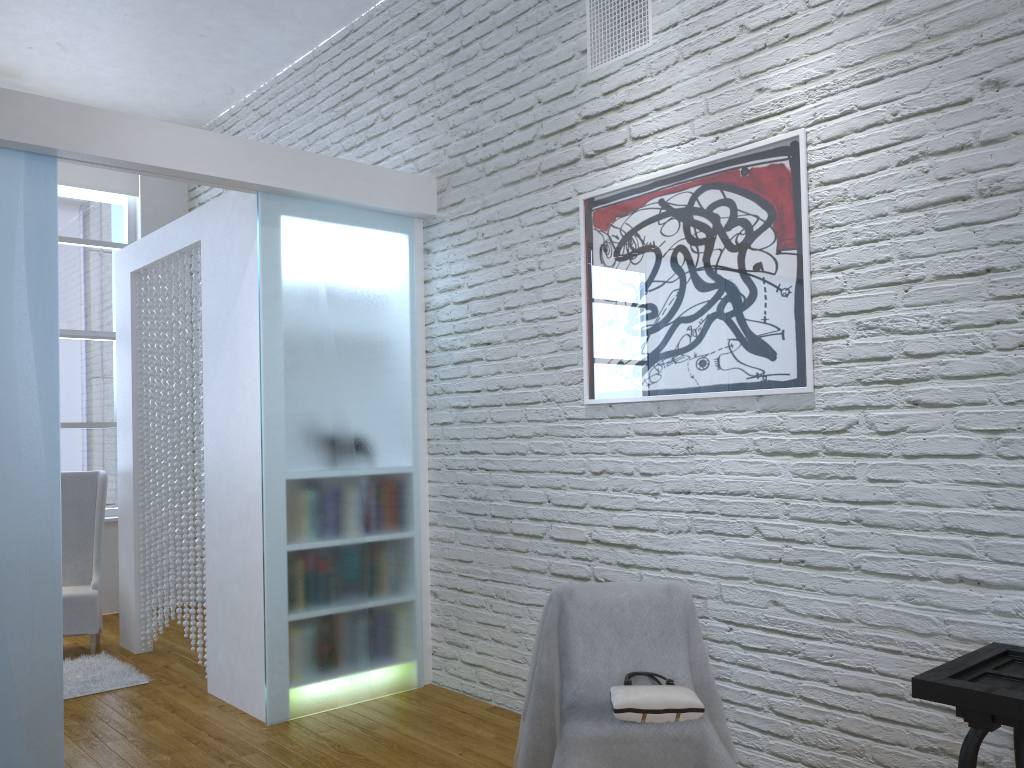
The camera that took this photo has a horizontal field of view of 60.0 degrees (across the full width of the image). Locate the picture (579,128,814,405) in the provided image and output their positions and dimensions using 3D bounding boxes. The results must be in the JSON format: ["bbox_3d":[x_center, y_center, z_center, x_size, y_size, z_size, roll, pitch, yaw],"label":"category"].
[{"bbox_3d":[0.559,-0.334,2.914,0.010,0.768,0.921,0,-2,-41],"label":"picture"}]

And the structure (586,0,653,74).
[{"bbox_3d":[0.377,-1.309,3.137,0.010,0.334,0.308,0,-2,-41],"label":"structure"}]

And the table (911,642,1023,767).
[{"bbox_3d":[1.214,0.907,1.827,0.440,0.577,0.564,0,-3,-41],"label":"table"}]

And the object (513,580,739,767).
[{"bbox_3d":[0.326,0.902,2.382,0.645,0.687,0.636,-1,-2,-2],"label":"object"}]

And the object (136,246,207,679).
[{"bbox_3d":[-1.661,0.380,4.358,0.051,2.014,0.924,0,-2,-41],"label":"object"}]

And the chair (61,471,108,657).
[{"bbox_3d":[-2.429,0.957,4.739,0.472,0.960,0.379,-1,-2,-16],"label":"chair"}]

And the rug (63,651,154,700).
[{"bbox_3d":[-2.296,1.372,4.036,1.095,0.047,0.757,1,-4,-41],"label":"rug"}]

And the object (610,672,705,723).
[{"bbox_3d":[0.358,0.812,2.308,0.232,0.085,0.224,-1,-3,-5],"label":"object"}]
